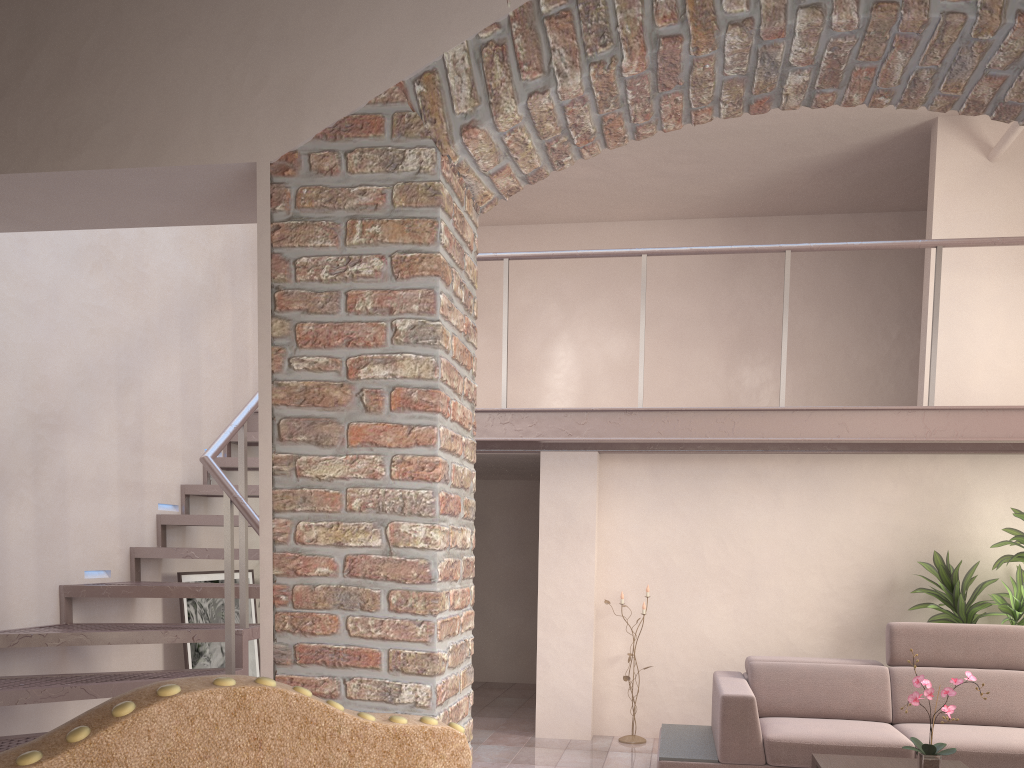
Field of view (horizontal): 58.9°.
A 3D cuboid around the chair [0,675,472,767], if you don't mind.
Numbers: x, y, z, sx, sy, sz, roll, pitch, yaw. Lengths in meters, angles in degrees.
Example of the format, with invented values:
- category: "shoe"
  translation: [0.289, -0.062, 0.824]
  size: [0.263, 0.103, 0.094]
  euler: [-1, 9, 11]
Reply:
- category: "chair"
  translation: [-0.427, 0.887, 0.969]
  size: [0.556, 1.253, 0.624]
  euler: [-1, 2, -40]

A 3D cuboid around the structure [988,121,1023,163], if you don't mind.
- category: "structure"
  translation: [2.816, -1.992, 3.969]
  size: [0.108, 0.323, 4.220]
  euler: [2, -10, 11]

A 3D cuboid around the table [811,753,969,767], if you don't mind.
- category: "table"
  translation: [1.730, 1.909, 3.897]
  size: [0.696, 0.347, 1.223]
  euler: [0, -9, 10]

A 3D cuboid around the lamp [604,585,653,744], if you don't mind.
- category: "lamp"
  translation: [0.817, 1.965, 6.387]
  size: [0.329, 1.138, 0.238]
  euler: [4, 5, 42]

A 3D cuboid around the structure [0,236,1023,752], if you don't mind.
- category: "structure"
  translation: [1.486, 0.565, 4.425]
  size: [7.103, 3.244, 3.840]
  euler: [0, -4, 9]

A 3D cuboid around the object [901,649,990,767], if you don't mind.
- category: "object"
  translation: [1.785, 1.427, 3.832]
  size: [0.297, 0.600, 0.369]
  euler: [1, 0, 4]

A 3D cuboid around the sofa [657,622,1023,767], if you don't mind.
- category: "sofa"
  translation: [2.310, 1.743, 4.574]
  size: [3.114, 0.947, 2.204]
  euler: [0, -8, 9]
